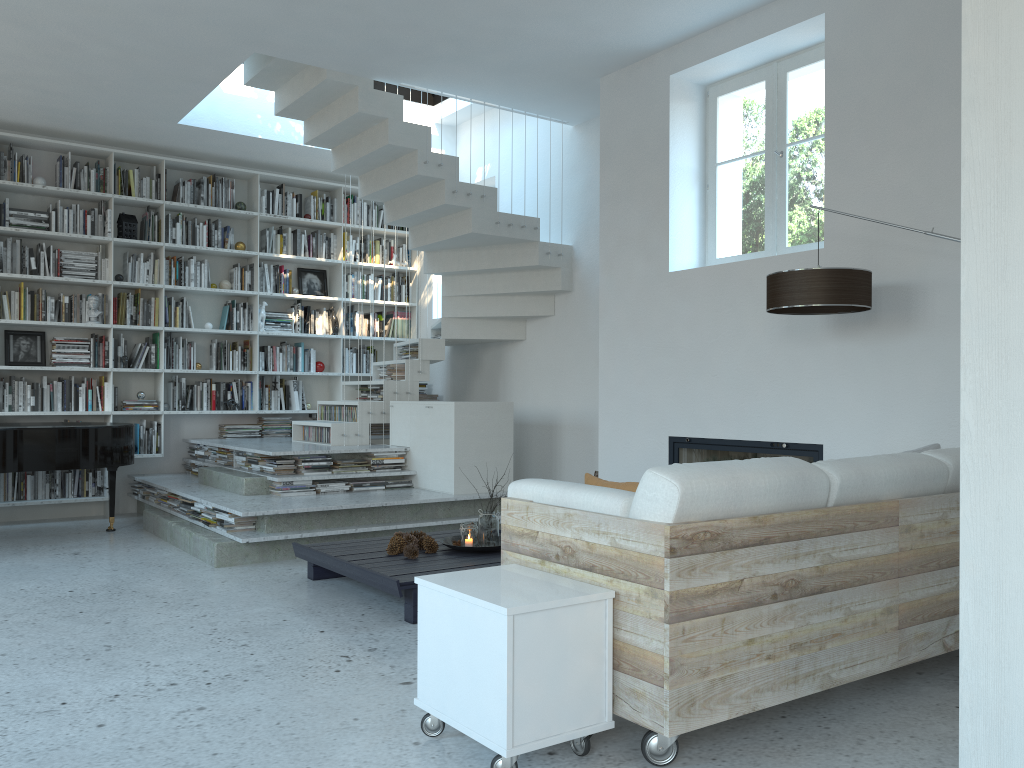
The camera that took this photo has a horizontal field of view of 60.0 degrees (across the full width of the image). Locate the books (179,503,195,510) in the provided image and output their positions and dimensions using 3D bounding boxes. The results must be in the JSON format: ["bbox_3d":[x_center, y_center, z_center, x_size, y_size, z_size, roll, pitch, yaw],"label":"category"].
[{"bbox_3d":[-2.309,0.890,6.484,0.160,0.025,0.244,1,-1,-40],"label":"books"}]

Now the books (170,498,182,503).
[{"bbox_3d":[-2.480,0.878,6.742,0.155,0.009,0.297,1,-1,-34],"label":"books"}]

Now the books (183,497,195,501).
[{"bbox_3d":[-2.299,0.835,6.491,0.157,0.007,0.268,1,-1,-35],"label":"books"}]

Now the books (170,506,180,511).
[{"bbox_3d":[-2.489,0.940,6.736,0.161,0.008,0.254,1,-1,-30],"label":"books"}]

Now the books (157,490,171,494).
[{"bbox_3d":[-2.668,0.845,6.989,0.171,0.015,0.253,1,-1,-38],"label":"books"}]

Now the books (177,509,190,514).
[{"bbox_3d":[-2.319,0.926,6.477,0.189,0.009,0.291,1,-1,-32],"label":"books"}]

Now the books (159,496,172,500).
[{"bbox_3d":[-2.665,0.896,6.991,0.159,0.011,0.246,1,-1,-39],"label":"books"}]

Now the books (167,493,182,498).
[{"bbox_3d":[-2.492,0.844,6.733,0.179,0.012,0.249,1,-1,-38],"label":"books"}]

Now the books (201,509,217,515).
[{"bbox_3d":[-1.963,0.862,5.985,0.168,0.013,0.281,1,-1,-40],"label":"books"}]

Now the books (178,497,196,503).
[{"bbox_3d":[-2.311,0.845,6.483,0.170,0.014,0.281,1,-1,-38],"label":"books"}]

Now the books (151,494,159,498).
[{"bbox_3d":[-2.834,0.914,7.253,0.149,0.007,0.300,1,-1,-35],"label":"books"}]

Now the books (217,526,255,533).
[{"bbox_3d":[-1.787,0.933,5.737,0.184,0.017,0.230,1,-1,-33],"label":"books"}]

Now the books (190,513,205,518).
[{"bbox_3d":[-2.134,0.916,6.233,0.180,0.008,0.267,1,-1,-36],"label":"books"}]

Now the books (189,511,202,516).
[{"bbox_3d":[-2.139,0.905,6.230,0.189,0.013,0.215,1,-1,-37],"label":"books"}]

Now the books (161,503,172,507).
[{"bbox_3d":[-2.662,0.948,6.994,0.157,0.014,0.180,1,-1,-38],"label":"books"}]

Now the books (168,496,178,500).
[{"bbox_3d":[-2.490,0.858,6.735,0.165,0.014,0.235,1,-1,-40],"label":"books"}]

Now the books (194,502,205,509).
[{"bbox_3d":[-2.124,0.852,6.240,0.141,0.028,0.222,1,-1,-40],"label":"books"}]

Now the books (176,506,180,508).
[{"bbox_3d":[-2.471,0.934,6.749,0.128,0.005,0.296,1,-1,-33],"label":"books"}]

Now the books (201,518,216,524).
[{"bbox_3d":[-1.967,0.917,5.983,0.191,0.006,0.275,1,-1,-33],"label":"books"}]

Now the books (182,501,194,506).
[{"bbox_3d":[-2.300,0.869,6.490,0.142,0.017,0.239,1,-1,-39],"label":"books"}]

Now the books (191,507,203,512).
[{"bbox_3d":[-2.136,0.874,6.232,0.180,0.017,0.182,1,-1,-38],"label":"books"}]

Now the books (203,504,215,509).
[{"bbox_3d":[-1.964,0.815,5.984,0.182,0.016,0.256,1,-1,-32],"label":"books"}]

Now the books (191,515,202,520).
[{"bbox_3d":[-2.131,0.931,6.235,0.171,0.005,0.297,1,-1,-36],"label":"books"}]

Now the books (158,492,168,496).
[{"bbox_3d":[-2.675,0.860,6.984,0.182,0.016,0.199,1,-1,-30],"label":"books"}]

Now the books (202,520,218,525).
[{"bbox_3d":[-1.961,0.924,5.987,0.178,0.009,0.276,1,-1,-37],"label":"books"}]

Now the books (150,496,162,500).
[{"bbox_3d":[-2.845,0.925,7.245,0.172,0.014,0.221,1,-1,-34],"label":"books"}]

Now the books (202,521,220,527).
[{"bbox_3d":[-1.970,0.936,5.980,0.191,0.016,0.209,1,-1,-30],"label":"books"}]

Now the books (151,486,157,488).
[{"bbox_3d":[-2.842,0.842,7.247,0.159,0.006,0.285,1,-1,-33],"label":"books"}]

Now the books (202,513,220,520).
[{"bbox_3d":[-1.964,0.886,5.984,0.191,0.015,0.246,1,-1,-34],"label":"books"}]

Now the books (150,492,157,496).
[{"bbox_3d":[-2.849,0.888,7.243,0.171,0.020,0.193,1,-1,-31],"label":"books"}]

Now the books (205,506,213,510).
[{"bbox_3d":[-1.964,0.828,5.985,0.178,0.010,0.196,1,-1,-30],"label":"books"}]

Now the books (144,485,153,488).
[{"bbox_3d":[-3.012,0.862,7.504,0.126,0.005,0.290,1,-1,-40],"label":"books"}]

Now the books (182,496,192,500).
[{"bbox_3d":[-2.302,0.827,6.489,0.160,0.008,0.239,1,-1,-34],"label":"books"}]

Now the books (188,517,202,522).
[{"bbox_3d":[-2.144,0.944,6.226,0.193,0.005,0.225,1,-1,-39],"label":"books"}]

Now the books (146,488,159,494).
[{"bbox_3d":[-2.851,0.871,7.241,0.180,0.015,0.294,1,-1,-37],"label":"books"}]

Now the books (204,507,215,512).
[{"bbox_3d":[-1.956,0.844,5.990,0.175,0.006,0.251,1,-1,-35],"label":"books"}]

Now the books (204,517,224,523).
[{"bbox_3d":[-1.954,0.911,5.991,0.170,0.006,0.268,1,-1,-35],"label":"books"}]

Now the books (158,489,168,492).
[{"bbox_3d":[-2.666,0.832,6.990,0.174,0.011,0.227,1,-1,-36],"label":"books"}]

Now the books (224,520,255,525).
[{"bbox_3d":[-1.766,0.883,5.752,0.137,0.019,0.224,1,-1,-34],"label":"books"}]

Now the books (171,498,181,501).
[{"bbox_3d":[-2.483,0.869,6.740,0.169,0.009,0.241,1,-1,-35],"label":"books"}]

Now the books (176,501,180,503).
[{"bbox_3d":[-2.473,0.889,6.747,0.140,0.013,0.180,1,-1,-34],"label":"books"}]

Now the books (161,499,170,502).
[{"bbox_3d":[-2.661,0.915,6.994,0.165,0.012,0.205,1,-1,-35],"label":"books"}]

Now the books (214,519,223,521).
[{"bbox_3d":[-1.948,0.901,5.996,0.154,0.014,0.196,1,-1,-35],"label":"books"}]

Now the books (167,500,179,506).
[{"bbox_3d":[-2.491,0.902,6.735,0.182,0.013,0.287,1,-1,-34],"label":"books"}]

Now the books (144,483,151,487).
[{"bbox_3d":[-3.008,0.853,7.507,0.135,0.014,0.297,1,-1,-34],"label":"books"}]

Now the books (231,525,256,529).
[{"bbox_3d":[-1.763,0.917,5.754,0.132,0.014,0.205,1,-1,-35],"label":"books"}]

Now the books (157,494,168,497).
[{"bbox_3d":[-2.669,0.873,6.988,0.169,0.009,0.241,1,-1,-39],"label":"books"}]

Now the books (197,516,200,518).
[{"bbox_3d":[-2.129,0.924,6.236,0.159,0.009,0.275,1,-1,-32],"label":"books"}]

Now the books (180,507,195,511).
[{"bbox_3d":[-2.311,0.908,6.483,0.177,0.011,0.220,1,-1,-33],"label":"books"}]

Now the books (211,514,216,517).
[{"bbox_3d":[-1.954,0.877,5.992,0.150,0.004,0.290,1,-1,-31],"label":"books"}]

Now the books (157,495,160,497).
[{"bbox_3d":[-2.835,0.905,7.252,0.147,0.012,0.206,1,-1,-34],"label":"books"}]

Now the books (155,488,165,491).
[{"bbox_3d":[-2.678,0.823,6.982,0.193,0.005,0.225,1,-1,-39],"label":"books"}]

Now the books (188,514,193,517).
[{"bbox_3d":[-2.302,0.944,6.489,0.142,0.012,0.291,1,-1,-31],"label":"books"}]

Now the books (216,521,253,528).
[{"bbox_3d":[-1.792,0.901,5.733,0.187,0.017,0.205,1,-1,-30],"label":"books"}]

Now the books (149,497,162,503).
[{"bbox_3d":[-2.851,0.945,7.241,0.177,0.026,0.230,1,-1,-32],"label":"books"}]

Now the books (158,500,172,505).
[{"bbox_3d":[-2.665,0.927,6.991,0.159,0.012,0.292,1,-1,-38],"label":"books"}]

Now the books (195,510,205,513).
[{"bbox_3d":[-2.134,0.886,6.233,0.171,0.007,0.260,1,-1,-32],"label":"books"}]

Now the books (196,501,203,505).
[{"bbox_3d":[-2.125,0.832,6.239,0.139,0.013,0.288,1,-1,-30],"label":"books"}]
